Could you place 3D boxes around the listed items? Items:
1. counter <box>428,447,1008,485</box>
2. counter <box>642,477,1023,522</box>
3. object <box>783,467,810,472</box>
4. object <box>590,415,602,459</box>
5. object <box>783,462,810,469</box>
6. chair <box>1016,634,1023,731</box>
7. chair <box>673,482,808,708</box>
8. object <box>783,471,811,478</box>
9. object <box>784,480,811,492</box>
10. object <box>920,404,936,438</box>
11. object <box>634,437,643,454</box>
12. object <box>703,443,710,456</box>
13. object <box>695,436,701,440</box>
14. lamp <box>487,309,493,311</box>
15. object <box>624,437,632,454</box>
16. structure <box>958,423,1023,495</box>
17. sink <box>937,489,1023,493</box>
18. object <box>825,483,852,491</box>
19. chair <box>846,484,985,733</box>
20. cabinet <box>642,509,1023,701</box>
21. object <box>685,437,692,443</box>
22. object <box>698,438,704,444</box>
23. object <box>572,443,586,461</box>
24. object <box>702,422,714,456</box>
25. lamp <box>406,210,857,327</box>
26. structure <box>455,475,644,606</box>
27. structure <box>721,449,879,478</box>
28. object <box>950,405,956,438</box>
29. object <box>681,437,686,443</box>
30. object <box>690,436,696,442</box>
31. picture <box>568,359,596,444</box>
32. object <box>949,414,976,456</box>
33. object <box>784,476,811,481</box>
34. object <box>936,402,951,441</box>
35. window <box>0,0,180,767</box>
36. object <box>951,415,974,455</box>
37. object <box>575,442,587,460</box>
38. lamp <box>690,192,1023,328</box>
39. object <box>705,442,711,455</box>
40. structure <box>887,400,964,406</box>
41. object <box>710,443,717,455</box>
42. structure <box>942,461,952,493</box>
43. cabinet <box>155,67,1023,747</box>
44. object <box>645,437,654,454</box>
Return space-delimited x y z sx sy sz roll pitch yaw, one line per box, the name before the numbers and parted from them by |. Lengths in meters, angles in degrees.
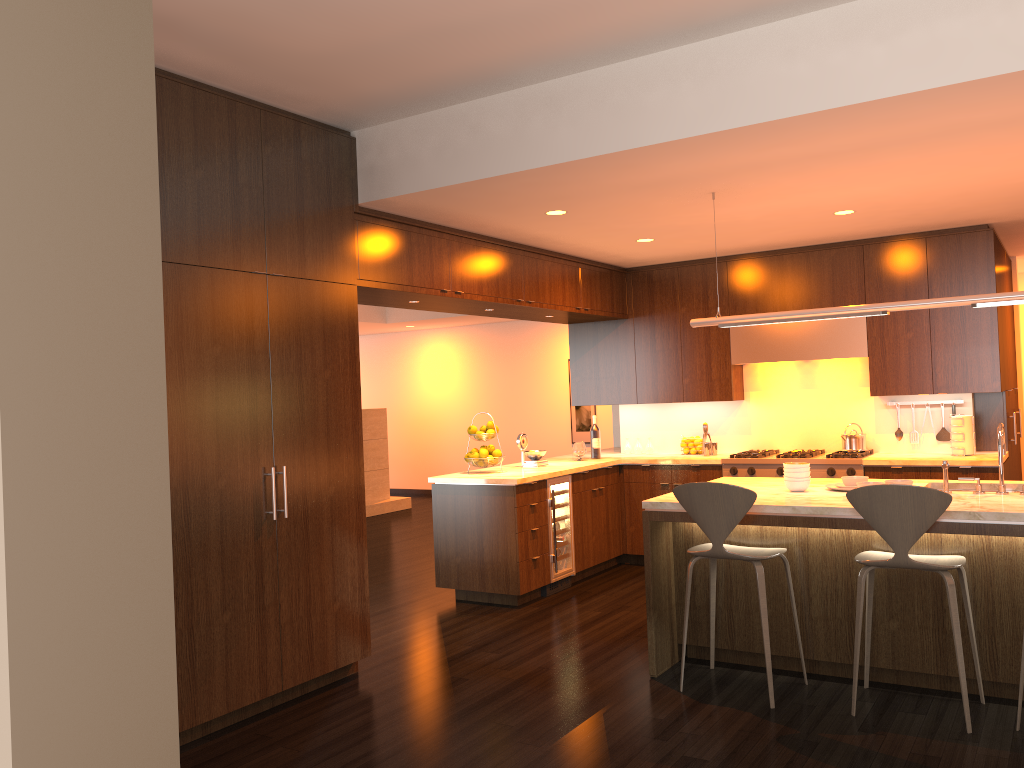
counter | 1.757 0.616 6.928 3.616 0.038 3.187 -3 -1 32
counter | 2.163 0.565 4.432 2.711 0.038 1.280 -3 -1 32
object | 1.532 0.479 4.770 0.140 0.064 0.139 -2 -1 7
object | 0.724 0.461 7.710 0.095 0.378 0.094 -2 -1 -32
object | 1.531 0.457 4.771 0.140 0.062 0.139 -3 -1 41
chair | 2.320 0.918 3.456 0.520 1.047 0.506 -2 -1 7
chair | 1.093 0.981 4.367 0.520 1.047 0.506 -3 -1 37
object | 1.534 0.500 4.769 0.140 0.062 0.139 -3 -1 32
object | 1.535 0.547 4.770 0.140 0.059 0.139 -3 -1 24
object | 3.207 0.286 6.849 0.114 0.271 0.008 -3 -1 32
object | 1.151 0.561 8.078 0.079 0.154 0.079 -3 -1 15
object | 1.645 0.556 7.500 0.060 0.106 0.060 -2 -1 -26
object | 1.638 0.485 7.808 0.050 0.060 0.059 -2 -1 -25
lamp | -0.167 -0.549 6.563 0.068 0.004 0.068 -3 -1 13
object | 1.061 0.565 8.138 0.079 0.154 0.079 -3 -1 15
structure | 2.409 0.363 4.320 0.321 0.341 0.310 -2 -1 -20
sink | 2.539 0.657 4.546 0.813 0.176 0.457 -3 -1 32
object | 1.838 0.553 4.744 0.310 0.021 0.309 -3 -1 32
chair | 1.783 0.947 3.979 0.520 1.047 0.506 -3 -1 32
cabinet | 2.181 1.021 4.425 2.713 0.876 1.281 -3 -1 32
object | 1.535 0.490 7.719 0.063 0.051 0.053 -3 -1 23
object | 1.647 0.497 7.742 0.051 0.053 0.063 -2 -1 -12
object | 0.571 0.579 7.560 0.112 0.151 0.112 -2 -1 -39
object | 1.634 0.466 7.514 0.101 0.288 0.088 -2 -1 -28
lamp | -2.720 -0.929 10.648 16.431 0.171 5.868 -3 -1 32
structure | 1.816 1.079 6.972 3.400 0.862 3.060 -3 -1 32
structure | 2.326 0.562 7.119 1.067 0.422 0.824 -3 -1 32
object | 3.366 0.301 6.748 0.063 0.281 0.063 -3 -1 10
object | 1.511 0.496 7.766 0.052 0.060 0.057 -2 -1 -37
object | 1.579 0.485 7.760 0.051 0.053 0.063 -2 -1 -23
picture | 0.991 0.238 12.464 0.398 1.200 0.012 -3 -1 32
object | 3.311 0.374 6.534 0.168 0.304 0.160 -2 -1 -14
object | 1.535 0.522 4.770 0.140 0.068 0.139 -3 -1 15
object | 3.309 0.290 6.804 0.112 0.303 0.036 -3 -1 32
window | -0.081 -0.187 0.580 2.310 2.201 0.152 -3 -1 34
object | 3.313 0.376 6.524 0.144 0.286 0.149 -3 -1 14
object | 0.593 0.580 7.712 0.112 0.151 0.112 -2 -1 -39
lamp | 2.068 -0.746 4.434 2.465 0.765 0.120 -3 -1 32
object | 1.685 0.556 7.612 0.060 0.106 0.060 -2 -1 -26
structure | 3.193 0.145 6.865 0.541 0.031 0.048 -3 -1 36
object | 1.720 0.553 7.546 0.060 0.106 0.060 -2 -1 -26
structure | 2.168 0.465 4.434 0.050 0.161 0.067 -3 -1 32
cabinet | 1.917 -0.015 5.425 5.521 2.997 7.728 -3 -1 32
object | 1.243 0.556 8.017 0.079 0.154 0.079 -3 -1 15
